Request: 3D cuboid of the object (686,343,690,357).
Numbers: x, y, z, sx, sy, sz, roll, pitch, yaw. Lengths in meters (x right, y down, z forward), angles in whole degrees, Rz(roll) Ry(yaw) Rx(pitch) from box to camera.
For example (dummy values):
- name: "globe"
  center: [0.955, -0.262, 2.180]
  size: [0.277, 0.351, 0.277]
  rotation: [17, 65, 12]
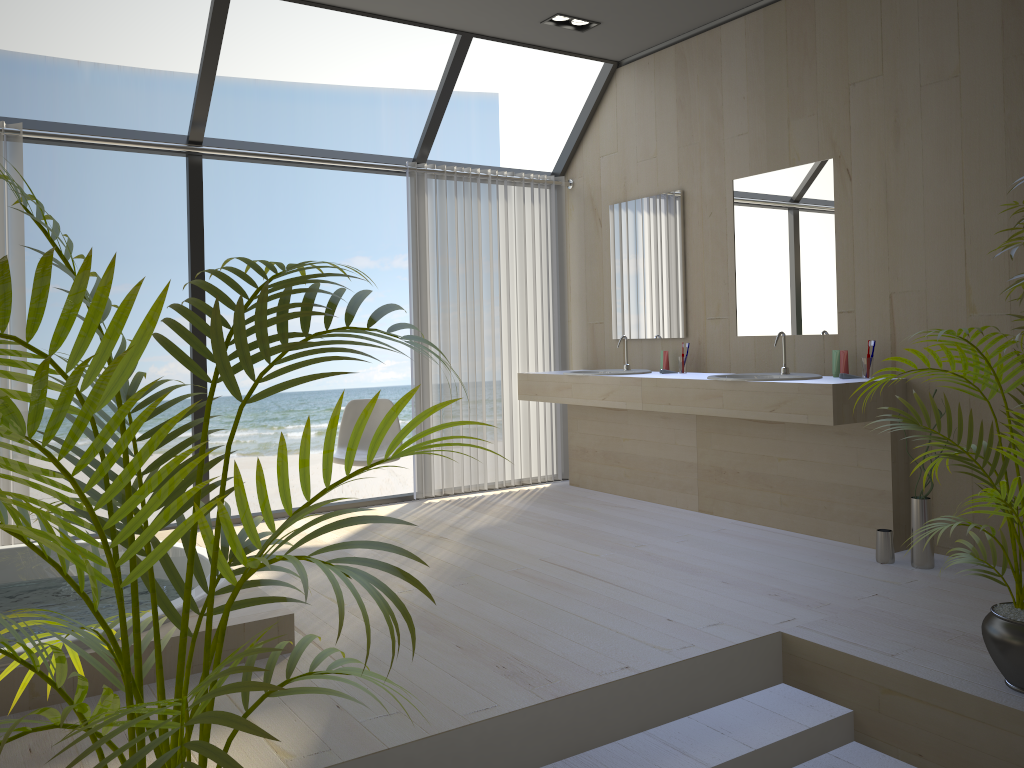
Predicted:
- name: "object"
  center: [1.001, -0.150, 5.109]
  size: [0.054, 0.175, 0.012]
  rotation: [-1, 0, -8]

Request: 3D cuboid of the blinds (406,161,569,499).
- name: "blinds"
  center: [-0.134, -0.360, 5.760]
  size: [1.183, 2.071, 0.084]
  rotation: [-2, 0, -33]

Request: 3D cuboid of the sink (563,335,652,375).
- name: "sink"
  center: [0.574, -0.083, 5.351]
  size: [0.504, 0.419, 0.574]
  rotation: [-2, 2, -30]

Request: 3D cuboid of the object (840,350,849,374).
- name: "object"
  center: [1.556, -0.090, 4.146]
  size: [0.039, 0.135, 0.039]
  rotation: [-1, 0, 8]

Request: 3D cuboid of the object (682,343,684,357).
- name: "object"
  center: [0.982, -0.149, 5.078]
  size: [0.012, 0.178, 0.050]
  rotation: [-1, 0, 6]

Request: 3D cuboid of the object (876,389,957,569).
- name: "object"
  center: [1.764, 0.397, 3.837]
  size: [0.273, 0.749, 0.407]
  rotation: [-1, 0, 45]

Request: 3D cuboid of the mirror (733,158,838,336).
- name: "mirror"
  center: [1.420, -0.686, 4.621]
  size: [0.023, 0.869, 0.653]
  rotation: [-1, 0, -33]

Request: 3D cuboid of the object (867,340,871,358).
- name: "object"
  center: [1.641, -0.113, 4.068]
  size: [0.012, 0.178, 0.050]
  rotation: [-1, 0, 6]

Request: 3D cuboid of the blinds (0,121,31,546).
- name: "blinds"
  center: [-2.859, -0.202, 3.980]
  size: [1.183, 2.071, 0.084]
  rotation: [-2, 0, -33]

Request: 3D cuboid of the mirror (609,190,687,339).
- name: "mirror"
  center: [0.831, -0.715, 5.474]
  size: [0.023, 0.869, 0.653]
  rotation: [-1, 0, -33]

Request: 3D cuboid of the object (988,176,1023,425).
- name: "object"
  center: [1.979, -0.067, 2.874]
  size: [0.787, 1.757, 0.935]
  rotation: [-1, 0, -8]

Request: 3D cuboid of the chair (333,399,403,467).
- name: "chair"
  center: [-0.796, 0.268, 4.895]
  size: [0.369, 0.347, 0.454]
  rotation: [-2, 2, -5]

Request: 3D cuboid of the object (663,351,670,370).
- name: "object"
  center: [0.897, -0.126, 5.156]
  size: [0.039, 0.135, 0.039]
  rotation: [-1, 0, 16]

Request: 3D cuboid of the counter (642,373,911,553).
- name: "counter"
  center: [1.264, 0.364, 4.392]
  size: [0.551, 0.791, 1.205]
  rotation: [-2, 2, -33]

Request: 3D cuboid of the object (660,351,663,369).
- name: "object"
  center: [0.902, -0.132, 5.269]
  size: [0.039, 0.135, 0.039]
  rotation: [-1, 0, 16]

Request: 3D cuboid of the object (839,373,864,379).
- name: "object"
  center: [1.557, -0.037, 4.065]
  size: [0.104, 0.029, 0.032]
  rotation: [-1, 1, 7]

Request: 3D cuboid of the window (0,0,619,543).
- name: "window"
  center: [-1.392, -0.618, 4.716]
  size: [4.564, 2.814, 0.744]
  rotation: [-3, 0, -33]

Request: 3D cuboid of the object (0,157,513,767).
- name: "object"
  center: [-0.472, 0.272, 1.323]
  size: [1.066, 1.346, 0.872]
  rotation: [-2, 1, -45]

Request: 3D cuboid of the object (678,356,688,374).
- name: "object"
  center: [0.986, -0.108, 5.107]
  size: [0.058, 0.100, 0.058]
  rotation: [-2, 0, -26]

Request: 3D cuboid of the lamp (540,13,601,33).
- name: "lamp"
  center: [0.326, -2.065, 4.940]
  size: [0.301, 0.112, 0.164]
  rotation: [-3, 2, -33]

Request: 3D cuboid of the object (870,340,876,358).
- name: "object"
  center: [1.660, -0.114, 4.099]
  size: [0.054, 0.175, 0.012]
  rotation: [-1, 0, -8]

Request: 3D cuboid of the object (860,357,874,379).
- name: "object"
  center: [1.645, -0.072, 4.097]
  size: [0.058, 0.100, 0.058]
  rotation: [-2, 0, -23]

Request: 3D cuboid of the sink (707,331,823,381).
- name: "sink"
  center: [1.233, -0.047, 4.341]
  size: [0.504, 0.419, 0.574]
  rotation: [-2, 2, -30]

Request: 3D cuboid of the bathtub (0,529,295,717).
- name: "bathtub"
  center: [-1.918, 0.835, 3.066]
  size: [1.823, 0.698, 1.647]
  rotation: [-3, 3, -33]

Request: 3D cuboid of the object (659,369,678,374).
- name: "object"
  center: [0.898, -0.072, 5.075]
  size: [0.104, 0.029, 0.032]
  rotation: [-1, 1, 7]

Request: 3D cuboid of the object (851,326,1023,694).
- name: "object"
  center: [1.382, 0.258, 2.428]
  size: [0.916, 1.157, 0.751]
  rotation: [-1, 1, 0]

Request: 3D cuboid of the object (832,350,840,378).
- name: "object"
  center: [1.561, -0.096, 4.260]
  size: [0.039, 0.135, 0.039]
  rotation: [-1, 0, 8]

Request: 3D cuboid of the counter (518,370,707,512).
- name: "counter"
  center: [0.605, 0.329, 5.402]
  size: [0.551, 0.791, 1.205]
  rotation: [-2, 2, -33]
